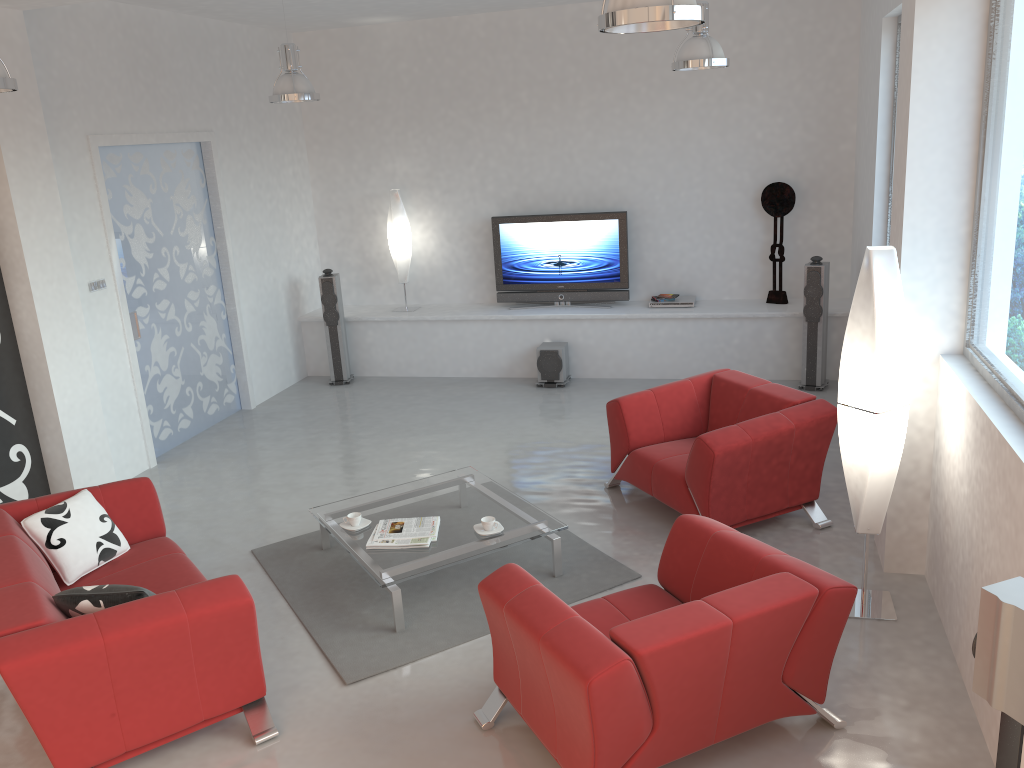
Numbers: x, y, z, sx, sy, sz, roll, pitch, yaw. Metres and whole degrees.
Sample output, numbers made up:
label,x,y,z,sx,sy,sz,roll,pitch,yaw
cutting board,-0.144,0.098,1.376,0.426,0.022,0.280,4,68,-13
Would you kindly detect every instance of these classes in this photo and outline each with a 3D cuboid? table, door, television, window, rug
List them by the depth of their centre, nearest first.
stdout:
label,x,y,z,sx,sy,sz,roll,pitch,yaw
window,1.877,-0.672,2.947,0.100,1.800,2.400,1,16,15
table,-0.448,0.897,5.118,1.097,0.286,1.162,-13,18,-28
rug,-0.449,1.039,5.152,1.700,0.025,1.700,-13,18,-28
window,2.590,-1.458,5.539,0.100,1.800,2.400,1,16,15
door,-2.855,-0.780,7.457,0.240,2.550,1.600,1,16,15
television,0.483,-1.235,8.877,1.356,0.919,0.343,1,16,15

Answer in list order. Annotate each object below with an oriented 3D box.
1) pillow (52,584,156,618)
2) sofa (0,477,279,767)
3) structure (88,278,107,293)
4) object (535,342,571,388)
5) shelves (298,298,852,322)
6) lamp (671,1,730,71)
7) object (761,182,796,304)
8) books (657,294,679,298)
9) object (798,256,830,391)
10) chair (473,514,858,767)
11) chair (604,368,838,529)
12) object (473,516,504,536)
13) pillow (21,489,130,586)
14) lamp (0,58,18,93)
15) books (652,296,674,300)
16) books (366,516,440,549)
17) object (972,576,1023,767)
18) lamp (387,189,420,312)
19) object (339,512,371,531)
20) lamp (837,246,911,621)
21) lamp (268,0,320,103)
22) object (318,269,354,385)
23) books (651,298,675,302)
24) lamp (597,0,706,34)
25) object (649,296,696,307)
label,x,y,z,sx,sy,sz,roll,pitch,yaw
pillow,-1.646,0.962,3.723,0.402,0.343,0.288,-2,16,8
sofa,-1.908,1.040,4.159,0.951,0.738,1.929,-14,19,-33
structure,-3.016,-0.718,6.455,0.016,0.080,0.170,1,16,15
object,0.396,-0.188,8.595,0.336,0.374,0.337,1,16,15
shelves,0.490,-0.737,8.900,5.500,0.050,0.650,1,16,15
lamp,1.234,-2.494,5.820,0.379,0.800,0.379,-14,19,-33
object,2.491,-1.315,8.302,0.331,1.130,0.108,9,21,39
books,1.526,-0.860,8.672,0.190,0.015,0.135,4,18,25
object,2.678,-0.543,7.825,0.255,1.184,0.273,5,18,30
chair,0.577,1.051,3.536,1.288,0.738,0.951,-11,17,-23
chair,1.273,0.418,5.594,0.951,0.738,1.288,-11,17,-23
object,-0.129,0.770,4.842,0.153,0.069,0.153,-9,17,-17
pillow,-2.216,0.773,4.520,0.288,0.343,0.402,3,17,22
lamp,-2.432,-1.683,3.833,0.379,0.800,0.379,-1,16,8
books,1.479,-0.848,8.694,0.190,0.015,0.135,-5,16,-4
books,-0.580,0.811,4.865,0.367,0.035,0.345,-2,16,6
object,1.407,1.098,2.492,0.214,1.112,0.229,-9,17,-18
lamp,-1.151,-1.382,9.192,0.263,1.239,0.263,-2,16,7
object,-0.887,0.772,5.011,0.153,0.069,0.153,10,21,40
lamp,1.699,0.247,4.190,0.313,1.779,0.313,-2,16,7
lamp,-1.669,-2.524,6.609,0.379,0.800,0.379,0,16,12
object,-1.806,-0.591,9.048,0.255,1.184,0.273,-4,16,1
books,1.480,-0.832,8.695,0.190,0.015,0.135,-9,17,-18
lamp,0.471,-1.653,3.044,0.379,0.800,0.379,11,22,43
object,1.579,-0.811,8.703,0.430,0.045,0.352,1,16,15
